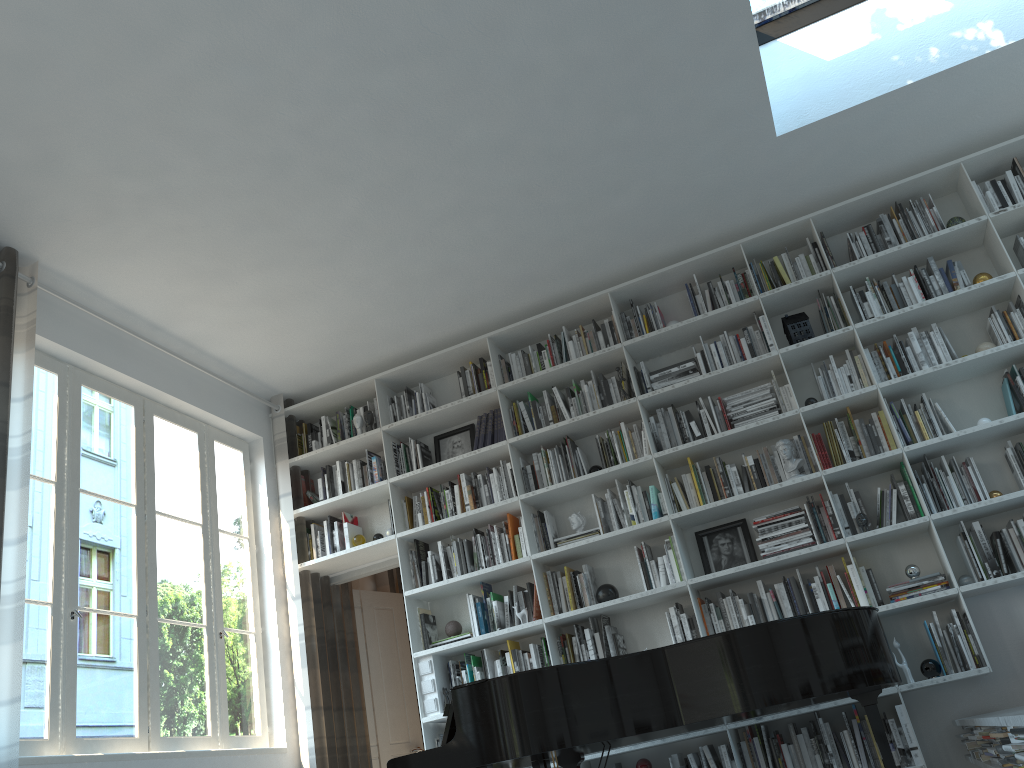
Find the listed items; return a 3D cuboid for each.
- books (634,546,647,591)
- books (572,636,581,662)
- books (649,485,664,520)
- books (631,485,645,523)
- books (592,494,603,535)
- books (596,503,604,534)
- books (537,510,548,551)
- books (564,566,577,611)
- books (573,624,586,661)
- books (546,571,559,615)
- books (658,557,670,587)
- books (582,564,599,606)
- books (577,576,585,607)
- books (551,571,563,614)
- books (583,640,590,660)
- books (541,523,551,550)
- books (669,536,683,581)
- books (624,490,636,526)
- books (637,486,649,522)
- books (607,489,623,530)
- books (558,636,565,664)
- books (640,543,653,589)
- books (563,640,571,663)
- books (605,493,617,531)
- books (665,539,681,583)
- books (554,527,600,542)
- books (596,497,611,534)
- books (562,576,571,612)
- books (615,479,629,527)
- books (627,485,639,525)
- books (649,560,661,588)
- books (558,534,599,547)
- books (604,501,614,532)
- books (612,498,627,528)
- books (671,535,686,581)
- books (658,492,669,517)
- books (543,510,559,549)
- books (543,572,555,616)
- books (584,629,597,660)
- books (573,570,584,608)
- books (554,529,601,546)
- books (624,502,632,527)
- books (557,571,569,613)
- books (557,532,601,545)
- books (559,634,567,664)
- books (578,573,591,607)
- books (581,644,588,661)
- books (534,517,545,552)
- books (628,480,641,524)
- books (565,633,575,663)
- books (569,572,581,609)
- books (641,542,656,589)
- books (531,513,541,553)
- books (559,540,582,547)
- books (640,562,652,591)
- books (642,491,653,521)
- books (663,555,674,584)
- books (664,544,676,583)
[{"bbox_3d":[0.758,1.079,5.073,0.012,0.284,0.160,-19,-26,16],"label":"books"},{"bbox_3d":[0.395,1.569,5.040,0.042,0.247,0.163,-19,-26,16],"label":"books"},{"bbox_3d":[0.845,0.720,5.157,0.060,0.226,0.179,-19,-26,16],"label":"books"},{"bbox_3d":[0.762,0.736,5.190,0.023,0.258,0.171,-19,-26,16],"label":"books"},{"bbox_3d":[0.533,0.804,5.264,0.012,0.284,0.160,-19,-26,16],"label":"books"},{"bbox_3d":[0.552,0.829,5.262,0.010,0.231,0.155,-19,-26,16],"label":"books"},{"bbox_3d":[0.209,0.924,5.391,0.011,0.296,0.136,-19,-26,16],"label":"books"},{"bbox_3d":[0.362,1.213,5.170,0.026,0.273,0.190,-19,-26,16],"label":"books"},{"bbox_3d":[0.413,1.531,5.045,0.014,0.312,0.166,-19,-26,16],"label":"books"},{"bbox_3d":[0.266,1.251,5.220,0.025,0.283,0.146,-19,-26,16],"label":"books"},{"bbox_3d":[0.867,1.084,5.018,0.057,0.187,0.156,-19,-26,16],"label":"books"},{"bbox_3d":[0.471,1.192,5.163,0.028,0.264,0.145,-19,-26,16],"label":"books"},{"bbox_3d":[0.430,1.229,5.154,0.011,0.207,0.180,-19,-26,16],"label":"books"},{"bbox_3d":[0.292,1.249,5.216,0.026,0.273,0.155,-19,-26,16],"label":"books"},{"bbox_3d":[0.461,1.561,5.014,0.021,0.214,0.172,-19,-26,16],"label":"books"},{"bbox_3d":[0.234,0.953,5.358,0.034,0.209,0.137,-19,-26,16],"label":"books"},{"bbox_3d":[0.944,1.010,5.003,0.011,0.277,0.188,-19,-26,16],"label":"books"},{"bbox_3d":[0.719,0.757,5.201,0.028,0.246,0.170,-19,-26,16],"label":"books"},{"bbox_3d":[0.790,0.737,5.201,0.022,0.255,0.152,-19,-26,16],"label":"books"},{"bbox_3d":[0.620,0.771,5.235,0.012,0.284,0.168,-19,-26,16],"label":"books"},{"bbox_3d":[0.322,1.588,5.079,0.013,0.274,0.147,-19,-26,16],"label":"books"},{"bbox_3d":[0.793,1.066,5.071,0.011,0.290,0.156,-19,-26,16],"label":"books"},{"bbox_3d":[0.352,1.588,5.051,0.030,0.238,0.157,-19,-26,16],"label":"books"},{"bbox_3d":[0.611,0.789,5.246,0.022,0.266,0.151,-19,-26,16],"label":"books"},{"bbox_3d":[0.931,1.024,5.014,0.027,0.268,0.179,-19,-26,16],"label":"books"},{"bbox_3d":[0.405,0.912,5.286,0.285,0.012,0.160,-17,-25,12],"label":"books"},{"bbox_3d":[0.562,0.809,5.243,0.030,0.246,0.175,-19,-26,16],"label":"books"},{"bbox_3d":[0.351,1.249,5.186,0.025,0.227,0.153,-19,-26,16],"label":"books"},{"bbox_3d":[0.673,0.736,5.234,0.010,0.328,0.174,-19,-26,16],"label":"books"},{"bbox_3d":[0.732,0.739,5.191,0.012,0.264,0.193,-19,-26,16],"label":"books"},{"bbox_3d":[0.834,1.105,5.042,0.030,0.182,0.155,-19,-26,16],"label":"books"},{"bbox_3d":[0.411,0.944,5.270,0.254,0.012,0.161,-17,-25,11],"label":"books"},{"bbox_3d":[0.599,0.819,5.257,0.024,0.226,0.138,-19,-26,16],"label":"books"},{"bbox_3d":[0.660,0.794,5.228,0.048,0.223,0.150,-19,-26,16],"label":"books"},{"bbox_3d":[0.959,1.005,5.001,0.021,0.280,0.162,-19,-26,16],"label":"books"},{"bbox_3d":[0.896,0.733,5.151,0.027,0.180,0.142,-19,-26,16],"label":"books"},{"bbox_3d":[0.250,0.912,5.359,0.021,0.276,0.137,-19,-26,16],"label":"books"},{"bbox_3d":[0.242,1.263,5.237,0.012,0.284,0.160,-19,-26,16],"label":"books"},{"bbox_3d":[0.477,1.529,5.015,0.027,0.268,0.186,-19,-26,16],"label":"books"},{"bbox_3d":[0.416,1.224,5.185,0.028,0.246,0.143,-19,-26,16],"label":"books"},{"bbox_3d":[0.409,0.924,5.286,0.285,0.012,0.160,-20,-26,18],"label":"books"},{"bbox_3d":[0.707,0.797,5.213,0.025,0.188,0.140,-19,-26,16],"label":"books"},{"bbox_3d":[0.318,1.242,5.199,0.036,0.262,0.167,-19,-26,16],"label":"books"},{"bbox_3d":[0.410,0.934,5.279,0.254,0.012,0.161,-18,-26,13],"label":"books"},{"bbox_3d":[0.329,1.577,5.069,0.013,0.282,0.147,-19,-26,16],"label":"books"},{"bbox_3d":[0.445,1.218,5.148,0.028,0.215,0.175,-19,-26,16],"label":"books"},{"bbox_3d":[0.444,1.579,5.020,0.024,0.195,0.157,-19,-26,16],"label":"books"},{"bbox_3d":[0.190,0.942,5.372,0.024,0.256,0.134,-19,-26,16],"label":"books"},{"bbox_3d":[0.742,0.723,5.202,0.011,0.299,0.179,-19,-26,16],"label":"books"},{"bbox_3d":[0.365,1.564,5.045,0.012,0.271,0.182,-19,-26,16],"label":"books"},{"bbox_3d":[0.391,1.227,5.176,0.014,0.242,0.153,-19,-26,16],"label":"books"},{"bbox_3d":[0.802,1.059,5.066,0.012,0.297,0.166,-19,-26,16],"label":"books"},{"bbox_3d":[0.174,0.937,5.388,0.012,0.284,0.160,-19,-26,16],"label":"books"},{"bbox_3d":[0.414,0.956,5.267,0.254,0.012,0.161,-17,-25,12],"label":"books"},{"bbox_3d":[0.782,1.115,5.044,0.025,0.185,0.154,-19,-26,16],"label":"books"},{"bbox_3d":[0.816,0.746,5.187,0.026,0.218,0.150,-19,-26,16],"label":"books"},{"bbox_3d":[0.906,1.073,5.011,0.024,0.187,0.173,-19,-26,16],"label":"books"},{"bbox_3d":[0.913,1.039,5.009,0.012,0.243,0.171,-19,-26,16],"label":"books"}]
